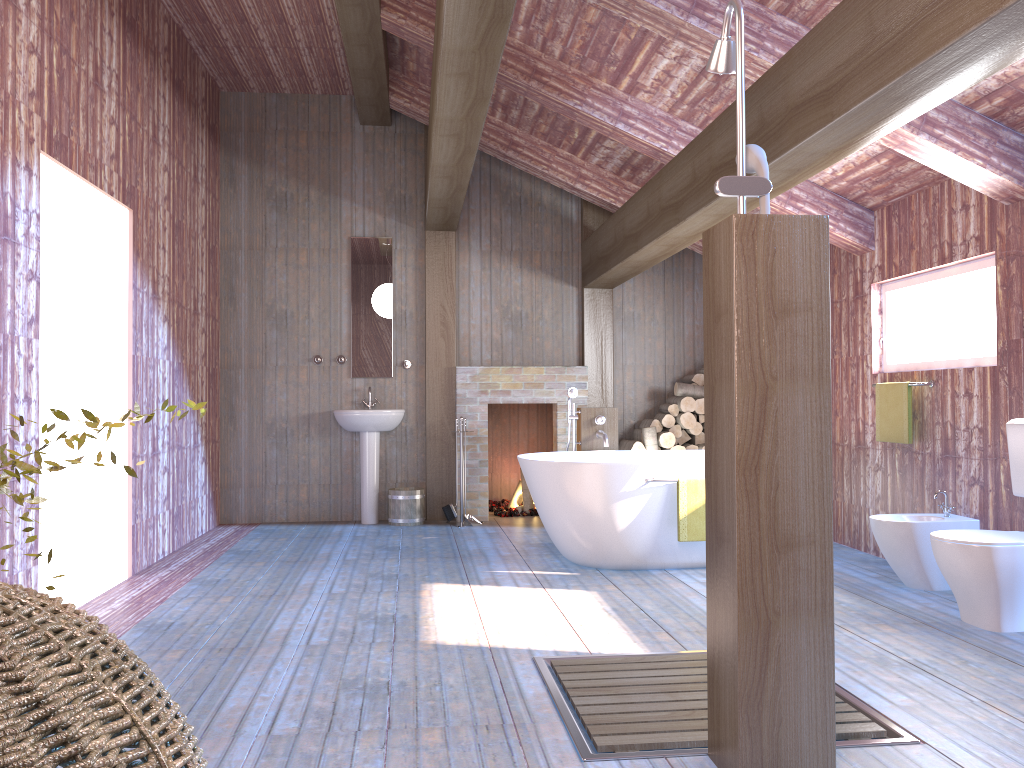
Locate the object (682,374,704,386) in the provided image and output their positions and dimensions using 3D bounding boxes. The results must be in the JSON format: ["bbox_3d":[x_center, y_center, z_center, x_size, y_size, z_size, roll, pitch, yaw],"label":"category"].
[{"bbox_3d":[1.580,-0.024,7.697,0.140,0.121,0.319,0,-1,-5],"label":"object"}]

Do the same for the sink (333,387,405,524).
[{"bbox_3d":[-1.175,0.590,7.314,0.582,1.143,0.475,0,-1,-7],"label":"sink"}]

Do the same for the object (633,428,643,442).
[{"bbox_3d":[1.131,0.443,7.648,0.108,0.113,0.302,0,-1,-6],"label":"object"}]

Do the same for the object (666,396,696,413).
[{"bbox_3d":[1.442,0.171,7.582,0.135,0.145,0.439,0,-1,-6],"label":"object"}]

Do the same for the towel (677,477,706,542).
[{"bbox_3d":[1.120,0.712,5.052,0.370,0.361,0.032,0,-1,-10],"label":"towel"}]

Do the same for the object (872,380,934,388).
[{"bbox_3d":[2.320,0.005,5.315,0.091,0.043,0.581,0,-1,-6],"label":"object"}]

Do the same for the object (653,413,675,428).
[{"bbox_3d":[1.295,0.310,7.552,0.115,0.123,0.291,0,-1,-5],"label":"object"}]

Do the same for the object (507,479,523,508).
[{"bbox_3d":[0.063,1.017,8.079,0.221,0.306,0.121,-1,-1,21],"label":"object"}]

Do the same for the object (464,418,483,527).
[{"bbox_3d":[-0.358,0.711,7.237,0.206,0.871,0.126,-1,-1,37],"label":"object"}]

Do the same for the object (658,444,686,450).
[{"bbox_3d":[1.350,0.573,7.575,0.139,0.148,0.458,0,-1,-6],"label":"object"}]

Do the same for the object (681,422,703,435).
[{"bbox_3d":[1.529,0.372,7.580,0.115,0.123,0.291,0,-1,-5],"label":"object"}]

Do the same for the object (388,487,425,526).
[{"bbox_3d":[-0.871,1.011,7.314,0.309,0.290,0.308,0,-1,4],"label":"object"}]

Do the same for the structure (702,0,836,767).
[{"bbox_3d":[0.708,-0.046,2.498,0.328,2.209,0.522,-1,-1,14],"label":"structure"}]

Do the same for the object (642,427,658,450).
[{"bbox_3d":[1.153,0.504,7.367,0.147,0.298,0.109,0,-1,-4],"label":"object"}]

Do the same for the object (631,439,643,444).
[{"bbox_3d":[1.091,0.525,7.639,0.099,0.093,0.280,0,-1,-5],"label":"object"}]

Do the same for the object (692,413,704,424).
[{"bbox_3d":[1.600,0.295,7.593,0.088,0.092,0.280,0,-1,-5],"label":"object"}]

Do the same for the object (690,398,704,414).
[{"bbox_3d":[1.557,0.185,7.595,0.138,0.147,0.440,0,-1,-6],"label":"object"}]

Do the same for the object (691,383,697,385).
[{"bbox_3d":[1.528,0.061,7.688,0.113,0.130,0.291,0,-1,-5],"label":"object"}]

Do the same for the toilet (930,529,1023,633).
[{"bbox_3d":[2.137,0.870,3.930,0.534,0.400,0.375,0,-1,-6],"label":"toilet"}]

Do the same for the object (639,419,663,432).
[{"bbox_3d":[1.186,0.357,7.587,0.114,0.113,0.301,0,-1,-9],"label":"object"}]

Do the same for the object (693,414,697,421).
[{"bbox_3d":[1.527,0.286,7.569,0.057,0.061,0.156,0,-1,-7],"label":"object"}]

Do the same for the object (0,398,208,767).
[{"bbox_3d":[-0.877,0.507,1.151,0.972,1.073,0.970,0,-1,-26],"label":"object"}]

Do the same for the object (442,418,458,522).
[{"bbox_3d":[-0.505,0.699,7.233,0.136,0.846,0.062,0,-1,-25],"label":"object"}]

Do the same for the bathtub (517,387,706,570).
[{"bbox_3d":[1.006,0.561,5.617,1.935,1.109,1.460,-1,-1,16],"label":"bathtub"}]

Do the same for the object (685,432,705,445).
[{"bbox_3d":[1.590,0.466,7.688,0.104,0.127,0.321,0,-1,-6],"label":"object"}]

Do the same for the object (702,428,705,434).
[{"bbox_3d":[1.710,0.421,7.604,0.141,0.143,0.437,0,-1,-8],"label":"object"}]

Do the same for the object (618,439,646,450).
[{"bbox_3d":[1.009,0.548,7.532,0.139,0.137,0.455,0,-1,-8],"label":"object"}]

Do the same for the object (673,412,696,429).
[{"bbox_3d":[1.431,0.308,7.572,0.141,0.143,0.437,0,-1,-8],"label":"object"}]

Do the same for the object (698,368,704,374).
[{"bbox_3d":[1.677,-0.097,7.602,0.094,0.097,0.227,0,-1,-5],"label":"object"}]

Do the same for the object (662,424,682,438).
[{"bbox_3d":[1.351,0.399,7.573,0.111,0.113,0.301,0,-1,-7],"label":"object"}]

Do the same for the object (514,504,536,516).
[{"bbox_3d":[0.128,1.121,7.927,0.085,0.084,0.278,-1,-2,40],"label":"object"}]

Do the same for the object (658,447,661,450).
[{"bbox_3d":[1.191,0.565,7.635,0.121,0.124,0.291,0,-1,-5],"label":"object"}]

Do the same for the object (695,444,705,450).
[{"bbox_3d":[1.596,0.560,7.586,0.098,0.100,0.437,0,-1,-8],"label":"object"}]

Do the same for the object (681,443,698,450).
[{"bbox_3d":[1.493,0.564,7.579,0.114,0.120,0.303,0,-1,-5],"label":"object"}]

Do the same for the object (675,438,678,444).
[{"bbox_3d":[1.358,0.480,7.572,0.064,0.068,0.174,0,-1,-7],"label":"object"}]

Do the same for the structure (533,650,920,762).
[{"bbox_3d":[0.635,1.079,3.012,1.000,0.067,1.000,0,-1,-7],"label":"structure"}]

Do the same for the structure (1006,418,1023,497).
[{"bbox_3d":[2.409,0.335,3.966,0.182,0.363,0.358,0,-1,-6],"label":"structure"}]

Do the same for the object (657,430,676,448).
[{"bbox_3d":[1.264,0.465,7.552,0.138,0.147,0.440,0,-1,-6],"label":"object"}]

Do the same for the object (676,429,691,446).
[{"bbox_3d":[1.442,0.452,7.670,0.128,0.150,0.323,0,-1,-6],"label":"object"}]

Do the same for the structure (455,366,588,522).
[{"bbox_3d":[0.080,0.511,7.596,1.130,1.330,0.226,0,-1,-7],"label":"structure"}]

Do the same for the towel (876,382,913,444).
[{"bbox_3d":[2.285,0.172,5.312,0.032,0.361,0.370,0,-1,-6],"label":"towel"}]

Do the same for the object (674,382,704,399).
[{"bbox_3d":[1.524,0.062,7.489,0.302,0.157,0.121,0,-1,-5],"label":"object"}]

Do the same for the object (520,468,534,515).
[{"bbox_3d":[0.136,0.957,7.922,0.098,0.434,0.283,0,-1,-8],"label":"object"}]

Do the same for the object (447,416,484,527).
[{"bbox_3d":[-0.440,0.710,7.292,0.276,0.888,0.333,-1,-1,36],"label":"object"}]

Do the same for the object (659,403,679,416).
[{"bbox_3d":[1.346,0.219,7.575,0.106,0.112,0.282,0,-1,-5],"label":"object"}]

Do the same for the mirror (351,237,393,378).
[{"bbox_3d":[-1.192,-0.651,7.548,0.350,1.199,0.009,0,-1,-6],"label":"mirror"}]

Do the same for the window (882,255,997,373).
[{"bbox_3d":[2.476,-0.370,5.116,0.054,0.587,1.255,0,-1,-6],"label":"window"}]

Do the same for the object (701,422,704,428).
[{"bbox_3d":[1.646,0.330,7.603,0.085,0.096,0.280,0,-1,-5],"label":"object"}]

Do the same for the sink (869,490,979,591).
[{"bbox_3d":[2.170,0.826,4.724,0.515,0.517,0.335,0,-1,-6],"label":"sink"}]

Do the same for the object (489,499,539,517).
[{"bbox_3d":[0.111,1.142,8.237,0.829,0.085,0.935,0,-1,-24],"label":"object"}]
